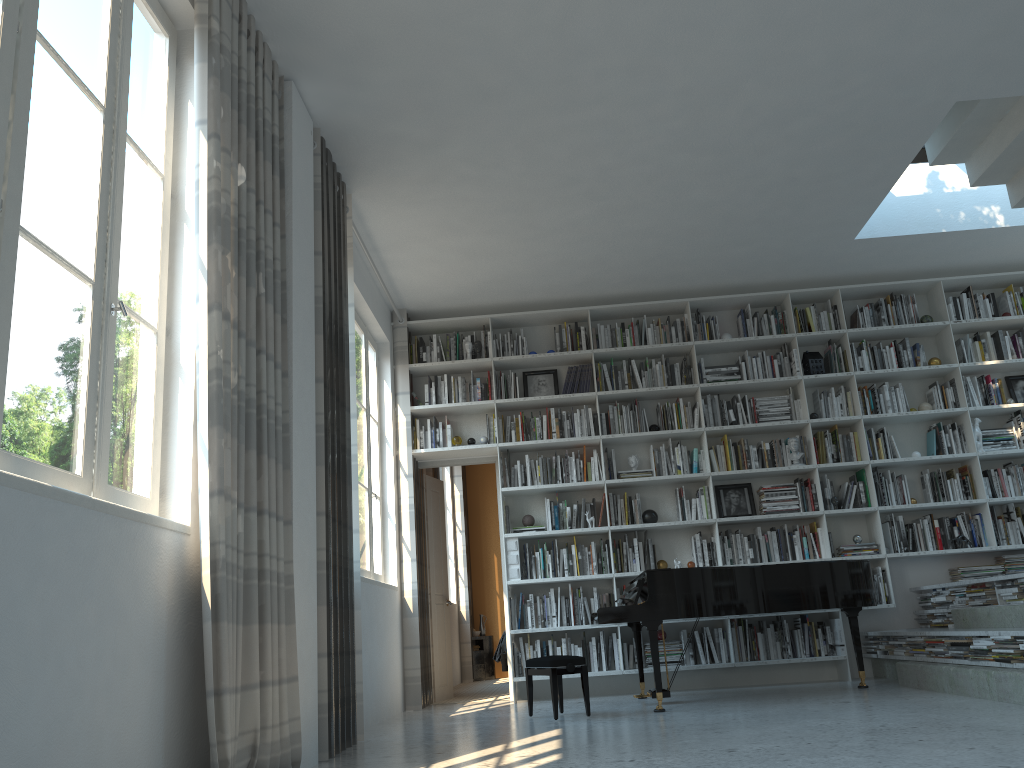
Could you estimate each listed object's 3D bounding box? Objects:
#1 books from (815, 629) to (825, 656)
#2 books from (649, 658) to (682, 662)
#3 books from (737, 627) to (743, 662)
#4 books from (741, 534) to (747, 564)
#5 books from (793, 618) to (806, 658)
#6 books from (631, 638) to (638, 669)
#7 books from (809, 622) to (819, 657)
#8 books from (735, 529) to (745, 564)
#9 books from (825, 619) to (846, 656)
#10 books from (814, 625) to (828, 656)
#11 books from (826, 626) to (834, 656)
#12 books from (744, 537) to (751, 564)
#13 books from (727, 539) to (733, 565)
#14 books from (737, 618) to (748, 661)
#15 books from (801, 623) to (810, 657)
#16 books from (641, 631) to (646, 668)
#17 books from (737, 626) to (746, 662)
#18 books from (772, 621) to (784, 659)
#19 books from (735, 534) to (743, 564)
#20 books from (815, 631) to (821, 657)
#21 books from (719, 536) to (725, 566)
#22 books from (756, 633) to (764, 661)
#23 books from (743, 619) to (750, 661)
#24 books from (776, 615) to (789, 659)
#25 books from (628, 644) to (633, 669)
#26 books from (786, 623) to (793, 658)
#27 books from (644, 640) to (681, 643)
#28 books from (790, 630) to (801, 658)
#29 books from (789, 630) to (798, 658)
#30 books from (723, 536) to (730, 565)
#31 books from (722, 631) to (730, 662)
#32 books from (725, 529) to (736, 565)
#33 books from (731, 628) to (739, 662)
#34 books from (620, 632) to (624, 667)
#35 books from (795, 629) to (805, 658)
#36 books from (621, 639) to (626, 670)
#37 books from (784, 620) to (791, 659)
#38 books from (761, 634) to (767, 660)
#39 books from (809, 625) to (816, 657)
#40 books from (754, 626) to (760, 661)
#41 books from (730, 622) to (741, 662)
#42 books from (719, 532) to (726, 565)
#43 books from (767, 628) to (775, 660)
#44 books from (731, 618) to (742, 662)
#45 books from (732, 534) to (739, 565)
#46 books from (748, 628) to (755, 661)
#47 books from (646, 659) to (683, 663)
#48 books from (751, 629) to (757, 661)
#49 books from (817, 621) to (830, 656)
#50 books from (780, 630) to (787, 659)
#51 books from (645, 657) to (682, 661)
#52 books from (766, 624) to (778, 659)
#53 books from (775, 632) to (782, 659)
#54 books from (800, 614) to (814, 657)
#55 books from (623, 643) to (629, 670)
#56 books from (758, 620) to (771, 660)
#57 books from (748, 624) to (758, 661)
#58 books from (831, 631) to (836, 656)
[{"bbox_3d":[2.373,2.003,6.873,0.022,0.204,0.191,-4,-16,2],"label":"books"},{"bbox_3d":[1.183,2.149,6.911,0.254,0.007,0.161,-3,-16,-2],"label":"books"},{"bbox_3d":[1.767,2.032,6.928,0.010,0.258,0.131,-4,-15,2],"label":"books"},{"bbox_3d":[1.842,1.334,7.105,0.021,0.243,0.142,-4,-16,2],"label":"books"},{"bbox_3d":[2.234,1.971,6.887,0.011,0.292,0.184,-4,-16,2],"label":"books"},{"bbox_3d":[0.963,2.104,6.934,0.023,0.231,0.164,-4,-16,2],"label":"books"},{"bbox_3d":[2.331,1.980,6.882,0.011,0.257,0.172,-4,-16,2],"label":"books"},{"bbox_3d":[1.823,1.312,7.093,0.013,0.281,0.167,-4,-16,2],"label":"books"},{"bbox_3d":[2.490,1.946,6.821,0.038,0.268,0.278,-4,-16,2],"label":"books"},{"bbox_3d":[2.398,1.993,6.887,0.028,0.227,0.162,-4,-16,2],"label":"books"},{"bbox_3d":[2.438,1.991,6.870,0.029,0.217,0.191,-4,-16,2],"label":"books"},{"bbox_3d":[1.864,1.339,7.079,0.023,0.217,0.175,-4,-16,2],"label":"books"},{"bbox_3d":[1.730,1.358,7.096,0.024,0.207,0.170,-4,-16,2],"label":"books"},{"bbox_3d":[1.799,1.987,6.918,0.012,0.336,0.144,-4,-15,2],"label":"books"},{"bbox_3d":[2.262,1.986,6.871,0.044,0.250,0.187,-4,-16,2],"label":"books"},{"bbox_3d":[1.013,2.078,6.948,0.027,0.281,0.129,-4,-15,2],"label":"books"},{"bbox_3d":[1.784,2.026,6.919,0.025,0.263,0.145,-4,-15,2],"label":"books"},{"bbox_3d":[2.070,1.989,6.897,0.013,0.284,0.185,-4,-16,2],"label":"books"},{"bbox_3d":[1.805,1.332,7.092,0.027,0.245,0.180,-4,-16,2],"label":"books"},{"bbox_3d":[2.352,2.014,6.882,0.024,0.190,0.155,-4,-16,2],"label":"books"},{"bbox_3d":[1.665,1.347,7.108,0.029,0.243,0.154,-4,-16,2],"label":"books"},{"bbox_3d":[1.914,2.037,6.886,0.028,0.206,0.175,-4,-16,2],"label":"books"},{"bbox_3d":[1.822,1.998,6.915,0.034,0.310,0.170,-4,-15,2],"label":"books"},{"bbox_3d":[2.103,1.960,6.897,0.014,0.334,0.183,-4,-15,2],"label":"books"},{"bbox_3d":[0.927,2.130,6.932,0.053,0.183,0.148,-4,-16,2],"label":"books"},{"bbox_3d":[2.140,1.998,6.903,0.024,0.261,0.132,-4,-15,2],"label":"books"},{"bbox_3d":[1.174,2.016,6.945,0.285,0.005,0.160,-6,-16,7],"label":"books"},{"bbox_3d":[2.197,2.014,6.871,0.010,0.205,0.180,-4,-16,2],"label":"books"},{"bbox_3d":[2.173,2.022,6.904,0.040,0.211,0.129,-4,-16,2],"label":"books"},{"bbox_3d":[1.703,1.344,7.089,0.027,0.233,0.168,-4,-16,2],"label":"books"},{"bbox_3d":[1.668,2.050,6.928,0.021,0.237,0.116,-4,-15,2],"label":"books"},{"bbox_3d":[1.754,1.321,7.122,0.027,0.289,0.141,-4,-15,2],"label":"books"},{"bbox_3d":[1.720,2.029,6.901,0.026,0.255,0.184,-4,-16,2],"label":"books"},{"bbox_3d":[0.855,2.090,6.956,0.012,0.284,0.160,-4,-15,2],"label":"books"},{"bbox_3d":[2.217,2.012,6.876,0.029,0.209,0.171,-4,-16,2],"label":"books"},{"bbox_3d":[0.869,2.116,6.951,0.012,0.230,0.138,-4,-16,2],"label":"books"},{"bbox_3d":[2.119,1.983,6.892,0.014,0.287,0.185,-4,-16,2],"label":"books"},{"bbox_3d":[1.945,2.048,6.912,0.030,0.196,0.143,-4,-16,2],"label":"books"},{"bbox_3d":[2.313,1.995,6.894,0.028,0.238,0.140,-4,-16,2],"label":"books"},{"bbox_3d":[1.894,2.022,6.916,0.012,0.254,0.151,-4,-16,2],"label":"books"},{"bbox_3d":[1.739,2.006,6.907,0.014,0.300,0.185,-4,-16,2],"label":"books"},{"bbox_3d":[1.683,1.329,7.105,0.011,0.274,0.146,-4,-15,2],"label":"books"},{"bbox_3d":[1.999,2.023,6.907,0.030,0.234,0.138,-4,-16,2],"label":"books"},{"bbox_3d":[1.752,1.991,6.928,0.014,0.339,0.140,-4,-15,2],"label":"books"},{"bbox_3d":[1.780,1.338,7.110,0.024,0.247,0.132,-4,-15,2],"label":"books"},{"bbox_3d":[1.853,2.029,6.916,0.022,0.246,0.144,-4,-16,2],"label":"books"},{"bbox_3d":[1.184,2.155,6.907,0.285,0.007,0.160,-6,-16,7],"label":"books"},{"bbox_3d":[1.871,2.031,6.911,0.012,0.238,0.129,-4,-15,2],"label":"books"},{"bbox_3d":[2.417,1.976,6.882,0.013,0.255,0.177,-4,-16,2],"label":"books"},{"bbox_3d":[2.090,2.023,6.891,0.022,0.212,0.167,-4,-16,2],"label":"books"},{"bbox_3d":[1.183,2.143,6.918,0.285,0.007,0.160,-5,-16,4],"label":"books"},{"bbox_3d":[2.027,2.008,6.909,0.028,0.260,0.133,-4,-15,2],"label":"books"},{"bbox_3d":[2.055,2.033,6.899,0.024,0.203,0.145,-4,-16,2],"label":"books"},{"bbox_3d":[2.289,1.953,6.883,0.013,0.316,0.187,-4,-16,2],"label":"books"},{"bbox_3d":[0.888,2.129,6.942,0.025,0.197,0.160,-4,-16,2],"label":"books"},{"bbox_3d":[1.969,1.996,6.913,0.026,0.293,0.155,-4,-15,2],"label":"books"},{"bbox_3d":[1.882,2.013,6.919,0.012,0.275,0.155,-4,-15,2],"label":"books"},{"bbox_3d":[2.466,2.009,6.876,0.023,0.181,0.149,-4,-16,2],"label":"books"}]
